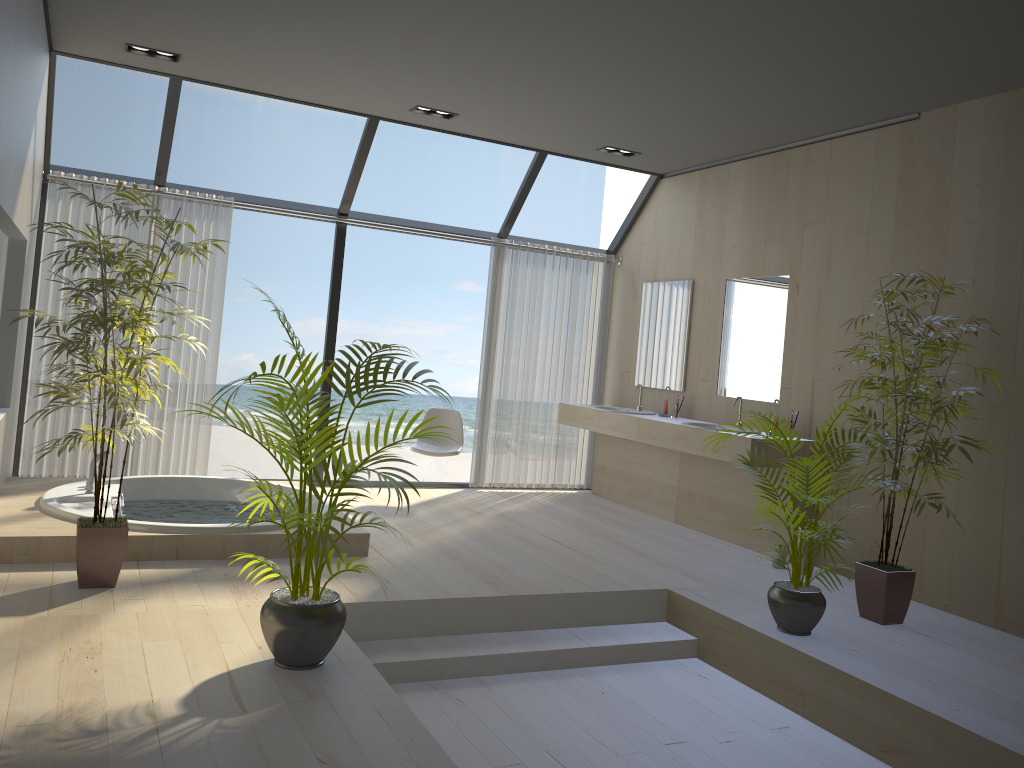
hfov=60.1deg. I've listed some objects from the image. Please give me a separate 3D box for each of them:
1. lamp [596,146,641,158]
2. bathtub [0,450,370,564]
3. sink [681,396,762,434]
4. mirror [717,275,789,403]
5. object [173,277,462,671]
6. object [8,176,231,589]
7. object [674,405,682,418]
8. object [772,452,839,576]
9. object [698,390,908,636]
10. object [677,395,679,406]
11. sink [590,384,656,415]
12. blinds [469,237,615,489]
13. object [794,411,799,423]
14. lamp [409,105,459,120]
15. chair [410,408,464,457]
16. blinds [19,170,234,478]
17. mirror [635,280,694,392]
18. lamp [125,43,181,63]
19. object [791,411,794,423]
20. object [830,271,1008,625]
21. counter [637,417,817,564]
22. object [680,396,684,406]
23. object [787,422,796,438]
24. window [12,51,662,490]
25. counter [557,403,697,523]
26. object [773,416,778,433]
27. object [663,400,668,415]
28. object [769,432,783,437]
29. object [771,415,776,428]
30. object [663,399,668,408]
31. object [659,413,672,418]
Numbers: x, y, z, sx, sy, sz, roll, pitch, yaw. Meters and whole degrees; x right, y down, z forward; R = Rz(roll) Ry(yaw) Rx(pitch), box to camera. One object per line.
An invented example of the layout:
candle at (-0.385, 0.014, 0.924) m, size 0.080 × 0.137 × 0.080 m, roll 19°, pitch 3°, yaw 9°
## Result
lamp at (0.814, -1.813, 6.720) m, size 0.300 × 0.112 × 0.164 m, roll 4°, pitch 1°, yaw -26°
bathtub at (-1.944, 0.758, 5.111) m, size 1.817 × 0.699 × 1.650 m, roll 4°, pitch 2°, yaw -26°
sink at (1.411, 0.284, 5.985) m, size 0.503 × 0.420 × 0.575 m, roll 5°, pitch 1°, yaw -23°
mirror at (1.700, -0.322, 6.247) m, size 0.023 × 0.869 × 0.654 m, roll 6°, pitch 0°, yaw -26°
object at (-0.663, 0.319, 3.208) m, size 1.062 × 1.347 × 0.875 m, roll 5°, pitch 0°, yaw -37°
object at (-1.791, -0.004, 3.856) m, size 0.787 × 1.759 × 0.934 m, roll 5°, pitch -1°, yaw -1°
object at (1.266, 0.215, 6.776) m, size 0.058 × 0.100 × 0.058 m, roll 5°, pitch -1°, yaw -19°
object at (1.825, 0.774, 5.412) m, size 0.405 × 0.750 × 0.274 m, roll 6°, pitch -1°, yaw -38°
object at (1.297, 0.552, 4.066) m, size 0.916 × 1.158 × 0.750 m, roll 5°, pitch 0°, yaw 8°
object at (1.262, 0.173, 6.748) m, size 0.012 × 0.178 × 0.050 m, roll 5°, pitch -1°, yaw 13°
sink at (0.885, 0.198, 7.070) m, size 0.503 × 0.420 × 0.575 m, roll 5°, pitch 1°, yaw -23°
blinds at (0.267, -0.149, 7.569) m, size 1.180 × 2.073 × 0.084 m, roll 5°, pitch -1°, yaw -26°
object at (1.811, 0.260, 5.691) m, size 0.054 × 0.175 × 0.012 m, roll 5°, pitch -1°, yaw -1°
lamp at (-0.530, -1.910, 6.067) m, size 0.300 × 0.112 × 0.164 m, roll 4°, pitch 1°, yaw -26°
chair at (-0.559, 0.374, 6.788) m, size 0.369 × 0.348 × 0.454 m, roll 5°, pitch 1°, yaw 2°
blinds at (-2.647, -0.359, 6.151) m, size 1.180 × 2.073 × 0.084 m, roll 5°, pitch -1°, yaw -26°
mirror at (1.224, -0.397, 7.167) m, size 0.023 × 0.869 × 0.654 m, roll 6°, pitch 0°, yaw -26°
lamp at (-2.140, -2.026, 5.283) m, size 0.300 × 0.112 × 0.164 m, roll 4°, pitch 1°, yaw -26°
object at (1.788, 0.258, 5.663) m, size 0.012 × 0.178 × 0.050 m, roll 5°, pitch -1°, yaw 13°
object at (1.975, 0.311, 4.436) m, size 0.787 × 1.759 × 0.934 m, roll 5°, pitch -1°, yaw -1°
counter at (1.402, 0.698, 6.026) m, size 0.549 × 0.791 × 1.207 m, roll 5°, pitch 1°, yaw -26°
object at (1.285, 0.175, 6.777) m, size 0.054 × 0.175 × 0.012 m, roll 5°, pitch -1°, yaw -1°
object at (1.791, 0.300, 5.691) m, size 0.058 × 0.100 × 0.058 m, roll 5°, pitch -1°, yaw -16°
window at (-1.068, -0.581, 6.698) m, size 4.550 × 2.817 × 0.746 m, roll 5°, pitch -1°, yaw -26°
counter at (0.876, 0.612, 7.111) m, size 0.549 × 0.791 × 1.207 m, roll 5°, pitch 1°, yaw -26°
object at (1.712, 0.273, 5.750) m, size 0.039 × 0.135 × 0.039 m, roll 5°, pitch -1°, yaw 15°
object at (1.186, 0.188, 6.836) m, size 0.039 × 0.135 × 0.038 m, roll 5°, pitch -1°, yaw 23°
object at (1.697, 0.324, 5.669) m, size 0.104 × 0.029 × 0.032 m, roll 6°, pitch 1°, yaw 14°
object at (1.731, 0.271, 5.863) m, size 0.039 × 0.135 × 0.039 m, roll 5°, pitch -1°, yaw 15°
object at (1.205, 0.186, 6.948) m, size 0.039 × 0.135 × 0.038 m, roll 5°, pitch -1°, yaw 23°
object at (1.171, 0.239, 6.755) m, size 0.104 × 0.029 × 0.032 m, roll 6°, pitch 1°, yaw 14°
